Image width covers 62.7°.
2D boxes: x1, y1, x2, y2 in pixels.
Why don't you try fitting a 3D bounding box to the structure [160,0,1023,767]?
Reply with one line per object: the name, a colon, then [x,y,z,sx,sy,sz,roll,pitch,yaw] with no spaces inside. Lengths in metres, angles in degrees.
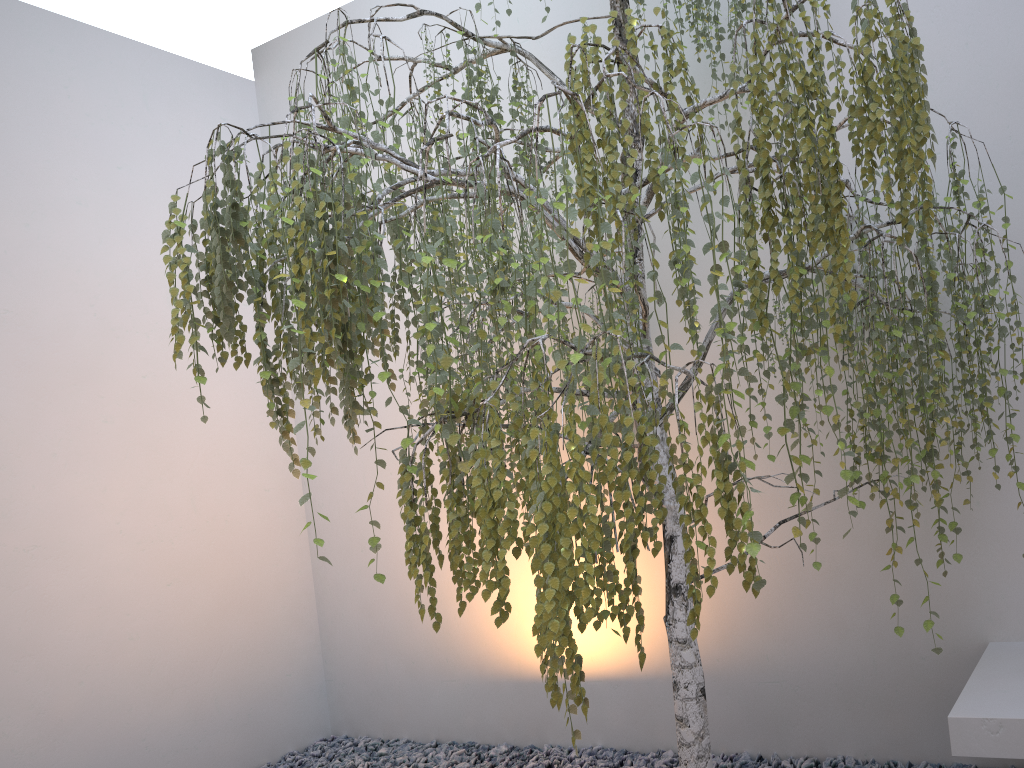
structure: [0.197,-0.572,2.350,2.173,3.993,1.963,-8,-1,28]
